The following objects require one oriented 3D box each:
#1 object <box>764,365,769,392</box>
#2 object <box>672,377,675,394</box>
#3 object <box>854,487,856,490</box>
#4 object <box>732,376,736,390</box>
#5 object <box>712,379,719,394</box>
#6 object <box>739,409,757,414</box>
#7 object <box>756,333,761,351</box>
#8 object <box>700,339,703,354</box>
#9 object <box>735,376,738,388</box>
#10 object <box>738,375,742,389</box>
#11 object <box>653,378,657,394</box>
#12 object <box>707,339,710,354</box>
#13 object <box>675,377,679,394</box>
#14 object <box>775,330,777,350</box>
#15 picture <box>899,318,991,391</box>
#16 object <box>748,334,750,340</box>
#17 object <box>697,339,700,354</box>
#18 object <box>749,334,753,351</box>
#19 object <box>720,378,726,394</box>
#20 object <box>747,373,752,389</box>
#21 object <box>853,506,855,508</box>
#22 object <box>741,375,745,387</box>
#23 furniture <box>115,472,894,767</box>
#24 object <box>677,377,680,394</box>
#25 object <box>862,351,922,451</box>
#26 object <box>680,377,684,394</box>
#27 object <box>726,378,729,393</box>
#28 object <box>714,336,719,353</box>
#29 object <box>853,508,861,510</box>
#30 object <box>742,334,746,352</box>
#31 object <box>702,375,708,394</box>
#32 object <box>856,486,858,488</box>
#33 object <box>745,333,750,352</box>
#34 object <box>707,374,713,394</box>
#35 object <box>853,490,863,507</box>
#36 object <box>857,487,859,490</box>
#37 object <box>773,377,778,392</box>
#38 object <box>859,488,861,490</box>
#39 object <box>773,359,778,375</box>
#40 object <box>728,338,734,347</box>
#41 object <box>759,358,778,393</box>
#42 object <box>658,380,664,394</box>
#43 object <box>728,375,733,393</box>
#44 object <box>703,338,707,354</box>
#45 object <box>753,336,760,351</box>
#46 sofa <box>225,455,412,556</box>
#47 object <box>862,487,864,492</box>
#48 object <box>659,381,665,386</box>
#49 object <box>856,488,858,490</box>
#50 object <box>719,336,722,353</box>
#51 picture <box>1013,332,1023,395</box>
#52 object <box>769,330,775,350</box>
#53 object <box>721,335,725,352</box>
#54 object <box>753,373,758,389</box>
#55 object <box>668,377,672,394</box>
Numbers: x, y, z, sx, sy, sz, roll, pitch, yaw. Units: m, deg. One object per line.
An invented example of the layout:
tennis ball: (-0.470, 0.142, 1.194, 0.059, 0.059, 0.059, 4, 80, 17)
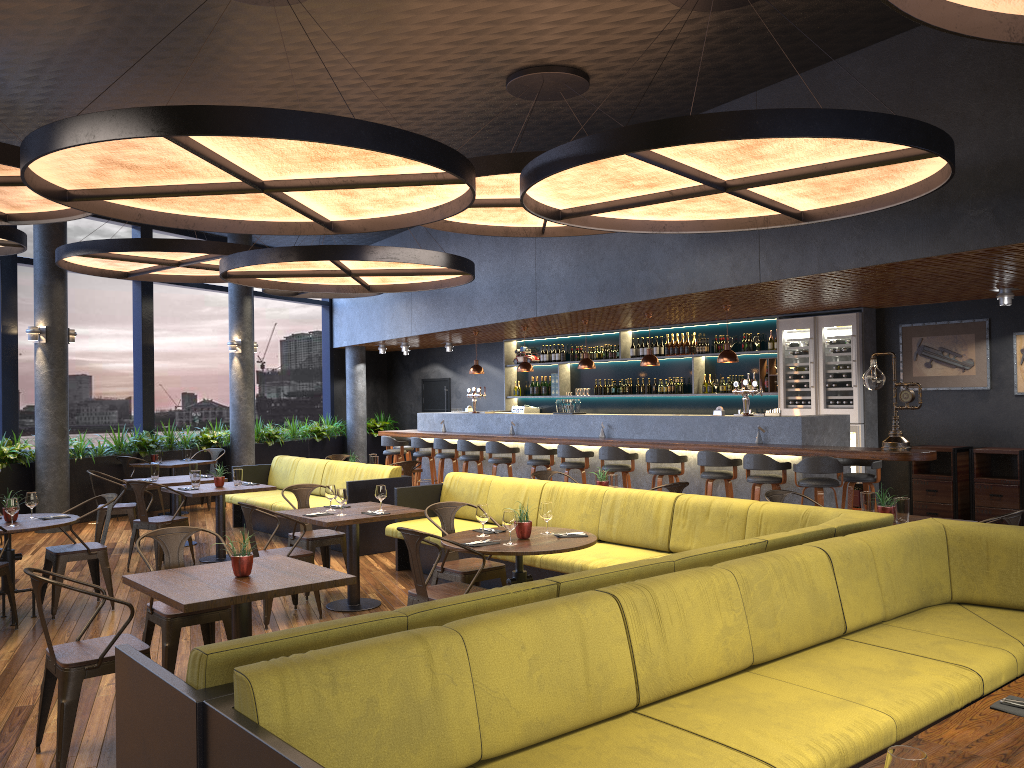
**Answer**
object: (3.511, -0.071, 12.172, 0.091, 0.369, 0.092, -1, -1, 19)
object: (2.460, 0.027, 13.470, 0.063, 0.254, 0.063, -1, -1, -12)
object: (4.325, 1.406, 11.166, 0.056, 0.205, 0.057, -1, -1, 25)
object: (3.151, 0.006, 12.622, 0.063, 0.254, 0.063, -1, -1, -12)
object: (2.945, 0.035, 12.807, 0.097, 0.206, 0.097, -1, -1, 19)
object: (3.330, 0.596, 12.454, 0.204, 0.492, 0.310, 0, -1, -40)
object: (3.447, -0.580, 12.394, 0.063, 0.254, 0.063, 0, -1, -32)
object: (2.777, -0.549, 12.972, 0.056, 0.227, 0.056, -1, -1, 27)
object: (3.209, 0.006, 12.682, 0.063, 0.254, 0.063, -1, -1, 13)
object: (3.213, 0.004, 12.508, 0.063, 0.254, 0.063, -1, -1, 13)
object: (2.230, 0.035, 13.819, 0.063, 0.254, 0.063, -1, -1, 8)
object: (2.863, -0.550, 12.964, 0.056, 0.227, 0.056, 0, -1, -38)
object: (2.477, 0.025, 13.336, 0.063, 0.254, 0.063, 0, -1, -33)
object: (3.617, -0.600, 12.083, 0.079, 0.281, 0.079, -1, -1, 19)
picture: (5.103, -0.333, 10.497, 0.028, 0.809, 1.039, 0, -1, -40)
object: (3.345, -0.577, 12.510, 0.063, 0.254, 0.063, -1, -1, -12)
object: (2.737, -0.548, 13.018, 0.056, 0.227, 0.056, -1, -1, 12)
object: (3.345, -0.578, 12.416, 0.063, 0.254, 0.063, -1, -1, 13)
object: (3.017, 0.024, 12.682, 0.088, 0.224, 0.088, -1, -1, 20)
object: (3.322, -0.013, 12.442, 0.079, 0.281, 0.079, -1, -1, 24)
object: (4.289, 1.631, 11.112, 0.056, 0.205, 0.056, -1, -1, -4)
object: (3.271, 0.004, 12.568, 0.063, 0.254, 0.063, 0, -1, -32)
furniture: (0.327, 1.284, 4.815, 4.895, 0.914, 7.462, 0, -1, -45)
object: (2.535, 0.026, 13.510, 0.063, 0.254, 0.063, -1, -1, -13)
object: (3.631, 0.159, 8.468, 0.566, 0.944, 0.263, -2, -1, 43)
object: (2.565, 0.024, 13.398, 0.063, 0.254, 0.063, -1, -1, 22)
object: (3.110, 0.023, 12.741, 0.088, 0.224, 0.088, -2, -1, 45)
object: (2.938, -0.568, 12.762, 0.063, 0.254, 0.063, 0, -1, -43)
object: (4.288, 1.653, 11.255, 0.416, 0.206, 0.277, -2, -1, 43)
object: (3.262, -0.577, 12.451, 0.063, 0.254, 0.063, -1, -1, 2)
object: (2.833, 0.002, 13.025, 0.079, 0.281, 0.079, 0, -1, -36)
object: (4.397, 1.407, 11.302, 0.056, 0.205, 0.057, -1, -1, -25)
object: (3.277, -0.578, 12.339, 0.063, 0.254, 0.063, -1, -1, -12)
object: (2.893, 0.000, 12.953, 0.079, 0.281, 0.079, -1, -1, 29)
object: (4.294, 1.427, 11.268, 0.277, 0.206, 0.416, 0, -1, -37)
object: (4.377, 1.406, 11.208, 0.056, 0.205, 0.056, -1, -1, 26)
object: (3.606, 0.003, 12.060, 0.097, 0.206, 0.097, -1, -1, 0)
object: (4.362, 1.405, 11.112, 0.057, 0.205, 0.056, 0, -1, -35)
object: (3.602, -0.230, 12.063, 0.097, 0.206, 0.097, -1, -1, 0)
object: (3.106, -0.549, 12.582, 0.097, 0.206, 0.097, -1, -1, 19)
object: (3.555, -0.118, 12.116, 0.161, 0.475, 0.300, 0, -1, -40)
object: (2.287, 0.046, 13.619, 0.088, 0.224, 0.088, -1, -1, 20)
object: (3.093, 0.006, 12.566, 0.063, 0.254, 0.063, 0, -1, -37)
object: (2.816, -0.550, 12.924, 0.056, 0.227, 0.056, -1, -1, 37)
object: (3.388, -0.557, 12.271, 0.097, 0.206, 0.097, -1, -1, 19)
sofa: (-2.461, 1.400, 10.712, 0.966, 0.914, 3.061, 0, -1, -40)
object: (4.422, 1.404, 11.159, 0.056, 0.205, 0.056, 0, -1, -39)
object: (2.323, 0.056, 13.748, 0.097, 0.206, 0.097, -1, -1, -9)
object: (4.314, 1.405, 11.077, 0.056, 0.205, 0.056, 0, -1, -34)
object: (3.019, -0.569, 12.822, 0.063, 0.254, 0.063, -1, -1, 12)
picture: (5.938, -0.235, 9.502, 0.028, 0.697, 1.039, 0, -1, -40)
object: (3.556, -0.598, 12.156, 0.079, 0.281, 0.079, 0, -1, -31)
object: (3.022, -0.570, 12.673, 0.063, 0.254, 0.063, -1, -1, 22)
object: (3.382, -0.015, 12.370, 0.079, 0.281, 0.079, -2, -1, 44)
object: (2.387, 0.027, 13.407, 0.063, 0.254, 0.063, -2, -1, 43)
